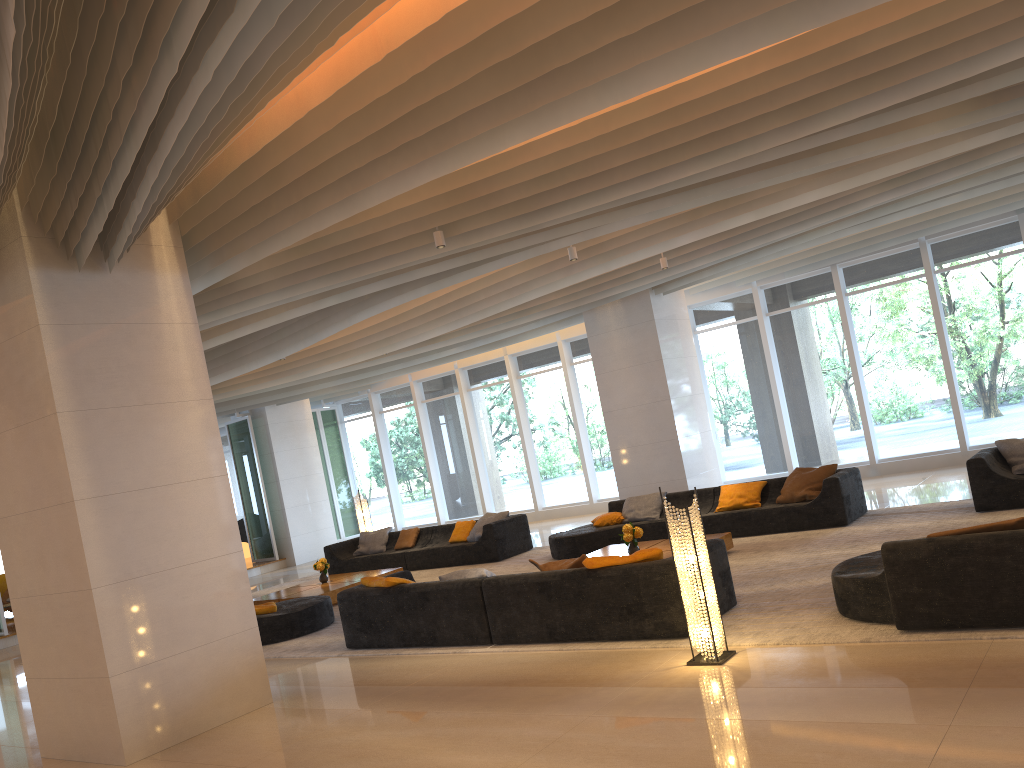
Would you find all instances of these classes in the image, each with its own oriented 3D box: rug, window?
[{"bbox_3d":[1.131,2.139,9.877,16.050,0.022,5.579,-14,-5,36],"label":"rug"},{"bbox_3d":[1.707,0.462,14.509,54.419,3.217,22.202,-11,-4,1],"label":"window"}]

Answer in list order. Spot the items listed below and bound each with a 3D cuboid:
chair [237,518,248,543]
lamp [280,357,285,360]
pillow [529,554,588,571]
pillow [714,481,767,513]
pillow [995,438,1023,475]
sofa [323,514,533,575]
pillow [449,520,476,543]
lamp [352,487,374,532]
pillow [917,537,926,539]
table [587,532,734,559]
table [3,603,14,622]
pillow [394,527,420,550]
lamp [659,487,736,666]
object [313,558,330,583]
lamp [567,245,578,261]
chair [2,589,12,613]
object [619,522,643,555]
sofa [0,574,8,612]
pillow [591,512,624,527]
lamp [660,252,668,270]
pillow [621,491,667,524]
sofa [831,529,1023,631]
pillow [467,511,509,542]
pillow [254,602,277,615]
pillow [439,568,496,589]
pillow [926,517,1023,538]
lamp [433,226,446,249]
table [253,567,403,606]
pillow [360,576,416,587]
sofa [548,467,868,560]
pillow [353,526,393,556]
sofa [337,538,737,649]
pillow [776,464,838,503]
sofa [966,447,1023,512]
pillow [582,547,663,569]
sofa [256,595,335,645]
[{"bbox_3d":[-7.032,3.968,23.202,1.124,1.004,1.536,-13,-3,39],"label":"chair"},{"bbox_3d":[-3.442,-1.086,12.729,0.089,1.505,0.089,-11,0,-9],"label":"lamp"},{"bbox_3d":[0.483,1.629,7.502,0.595,0.409,0.449,-13,-3,38],"label":"pillow"},{"bbox_3d":[2.893,1.463,11.250,0.630,0.394,0.455,-13,-3,35],"label":"pillow"},{"bbox_3d":[5.542,0.728,9.380,0.635,0.377,0.551,-12,-3,14],"label":"pillow"},{"bbox_3d":[-1.435,2.656,14.403,3.737,0.582,0.953,-14,-4,36],"label":"sofa"},{"bbox_3d":[-0.789,2.336,14.051,0.403,0.312,0.326,-13,-3,38],"label":"pillow"},{"bbox_3d":[-2.703,2.611,16.354,0.247,1.450,0.253,-11,0,36],"label":"lamp"},{"bbox_3d":[2.822,1.107,5.888,0.474,0.246,0.426,-10,-3,-19],"label":"pillow"},{"bbox_3d":[1.360,1.965,9.690,1.584,0.220,1.620,-14,-5,36],"label":"table"},{"bbox_3d":[-9.835,4.475,17.298,1.073,0.318,0.825,-12,-4,18],"label":"table"},{"bbox_3d":[-1.746,2.575,14.760,0.403,0.312,0.325,-13,-3,34],"label":"pillow"},{"bbox_3d":[1.215,1.249,5.915,0.247,1.197,0.253,-12,0,36],"label":"lamp"},{"bbox_3d":[-2.755,2.697,12.870,0.238,0.376,0.264,-11,-1,-22],"label":"object"},{"bbox_3d":[0.526,-2.086,9.652,0.089,1.505,0.089,-11,0,9],"label":"lamp"},{"bbox_3d":[-9.785,4.186,18.339,1.505,1.005,1.147,-12,-3,24],"label":"chair"},{"bbox_3d":[1.288,1.663,9.507,0.238,0.376,0.263,-10,-2,-32],"label":"object"},{"bbox_3d":[-11.449,4.569,18.320,1.100,0.900,2.588,-12,-4,26],"label":"sofa"},{"bbox_3d":[1.321,1.884,12.282,0.448,0.192,0.587,-11,-3,1],"label":"pillow"},{"bbox_3d":[1.826,-2.224,11.431,0.088,1.505,0.090,-11,0,27],"label":"lamp"},{"bbox_3d":[1.780,1.722,12.068,0.658,0.416,0.467,-13,-3,36],"label":"pillow"},{"bbox_3d":[3.194,1.153,5.825,2.229,0.576,1.371,-14,-4,36],"label":"sofa"},{"bbox_3d":[-0.384,2.207,13.768,0.553,0.377,0.633,-10,-3,-32],"label":"pillow"},{"bbox_3d":[-2.944,2.602,10.279,0.413,0.135,0.414,-10,-4,-20],"label":"pillow"},{"bbox_3d":[-0.321,1.870,8.103,0.580,0.376,0.425,-13,-3,38],"label":"pillow"},{"bbox_3d":[2.976,1.014,5.545,0.598,0.391,0.402,-13,-3,38],"label":"pillow"},{"bbox_3d":[-0.776,-1.949,7.856,0.088,1.505,0.090,-11,0,27],"label":"lamp"},{"bbox_3d":[-2.665,2.970,12.670,1.584,0.220,1.620,-14,-5,36],"label":"table"},{"bbox_3d":[-1.078,1.992,8.563,0.553,0.377,0.633,-10,-3,-32],"label":"pillow"},{"bbox_3d":[2.303,1.708,11.422,4.101,0.582,1.367,-14,-4,34],"label":"sofa"},{"bbox_3d":[-2.400,2.710,15.260,0.635,0.377,0.551,-12,-3,14],"label":"pillow"},{"bbox_3d":[0.048,1.920,7.927,3.737,0.582,0.953,-14,-4,36],"label":"sofa"},{"bbox_3d":[3.591,1.215,10.825,0.553,0.377,0.633,-10,-3,-32],"label":"pillow"},{"bbox_3d":[6.627,0.641,8.395,4.138,0.581,1.354,-15,-5,43],"label":"sofa"},{"bbox_3d":[0.938,1.488,7.071,0.635,0.377,0.551,-12,-3,14],"label":"pillow"},{"bbox_3d":[-3.866,2.942,12.021,5.035,0.652,2.859,-14,-5,36],"label":"sofa"}]
